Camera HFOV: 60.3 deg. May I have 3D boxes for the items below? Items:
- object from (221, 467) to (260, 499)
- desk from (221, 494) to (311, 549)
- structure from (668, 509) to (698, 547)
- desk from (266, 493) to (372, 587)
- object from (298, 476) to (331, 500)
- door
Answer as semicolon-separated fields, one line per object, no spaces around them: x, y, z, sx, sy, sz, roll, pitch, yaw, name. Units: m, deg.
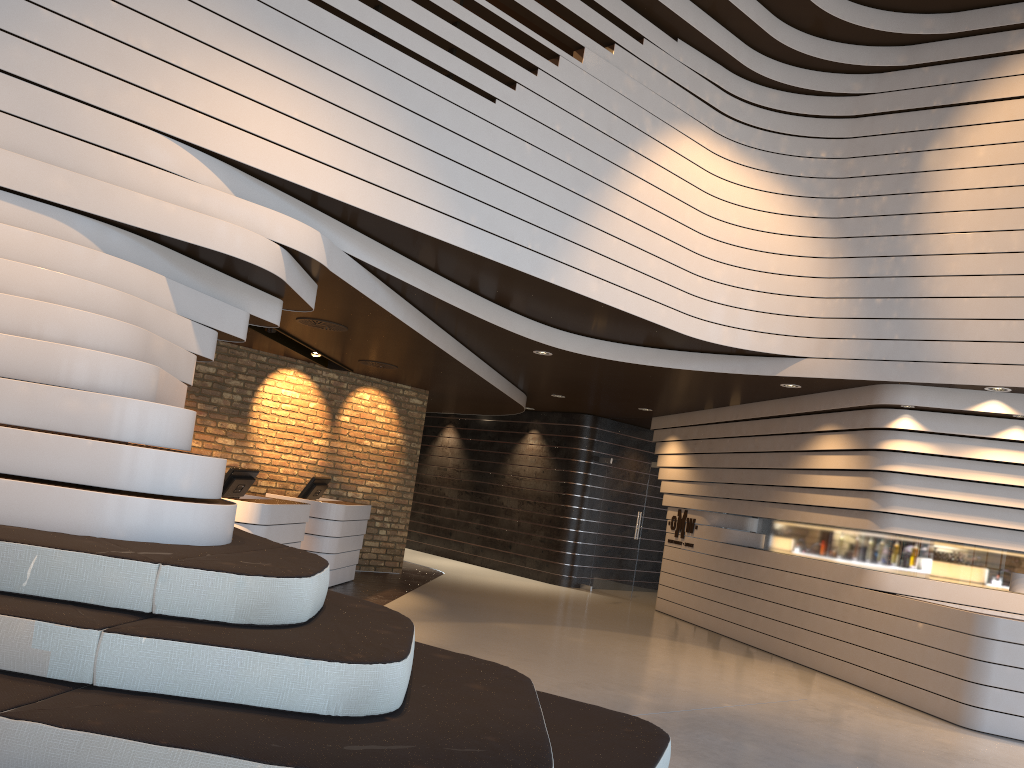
-2.543;1.000;7.873;0.368;0.551;0.600;8;-4;9;object
-2.422;1.460;7.808;0.850;0.917;1.467;8;-5;5;desk
2.268;1.913;11.767;0.018;0.467;0.805;9;-5;-16;structure
-2.214;1.771;10.028;0.850;0.917;1.467;8;-5;7;desk
-2.313;1.300;9.980;0.368;0.551;0.600;8;-4;9;object
1.830;1.868;13.117;0.079;2.692;1.773;9;-3;-37;door
